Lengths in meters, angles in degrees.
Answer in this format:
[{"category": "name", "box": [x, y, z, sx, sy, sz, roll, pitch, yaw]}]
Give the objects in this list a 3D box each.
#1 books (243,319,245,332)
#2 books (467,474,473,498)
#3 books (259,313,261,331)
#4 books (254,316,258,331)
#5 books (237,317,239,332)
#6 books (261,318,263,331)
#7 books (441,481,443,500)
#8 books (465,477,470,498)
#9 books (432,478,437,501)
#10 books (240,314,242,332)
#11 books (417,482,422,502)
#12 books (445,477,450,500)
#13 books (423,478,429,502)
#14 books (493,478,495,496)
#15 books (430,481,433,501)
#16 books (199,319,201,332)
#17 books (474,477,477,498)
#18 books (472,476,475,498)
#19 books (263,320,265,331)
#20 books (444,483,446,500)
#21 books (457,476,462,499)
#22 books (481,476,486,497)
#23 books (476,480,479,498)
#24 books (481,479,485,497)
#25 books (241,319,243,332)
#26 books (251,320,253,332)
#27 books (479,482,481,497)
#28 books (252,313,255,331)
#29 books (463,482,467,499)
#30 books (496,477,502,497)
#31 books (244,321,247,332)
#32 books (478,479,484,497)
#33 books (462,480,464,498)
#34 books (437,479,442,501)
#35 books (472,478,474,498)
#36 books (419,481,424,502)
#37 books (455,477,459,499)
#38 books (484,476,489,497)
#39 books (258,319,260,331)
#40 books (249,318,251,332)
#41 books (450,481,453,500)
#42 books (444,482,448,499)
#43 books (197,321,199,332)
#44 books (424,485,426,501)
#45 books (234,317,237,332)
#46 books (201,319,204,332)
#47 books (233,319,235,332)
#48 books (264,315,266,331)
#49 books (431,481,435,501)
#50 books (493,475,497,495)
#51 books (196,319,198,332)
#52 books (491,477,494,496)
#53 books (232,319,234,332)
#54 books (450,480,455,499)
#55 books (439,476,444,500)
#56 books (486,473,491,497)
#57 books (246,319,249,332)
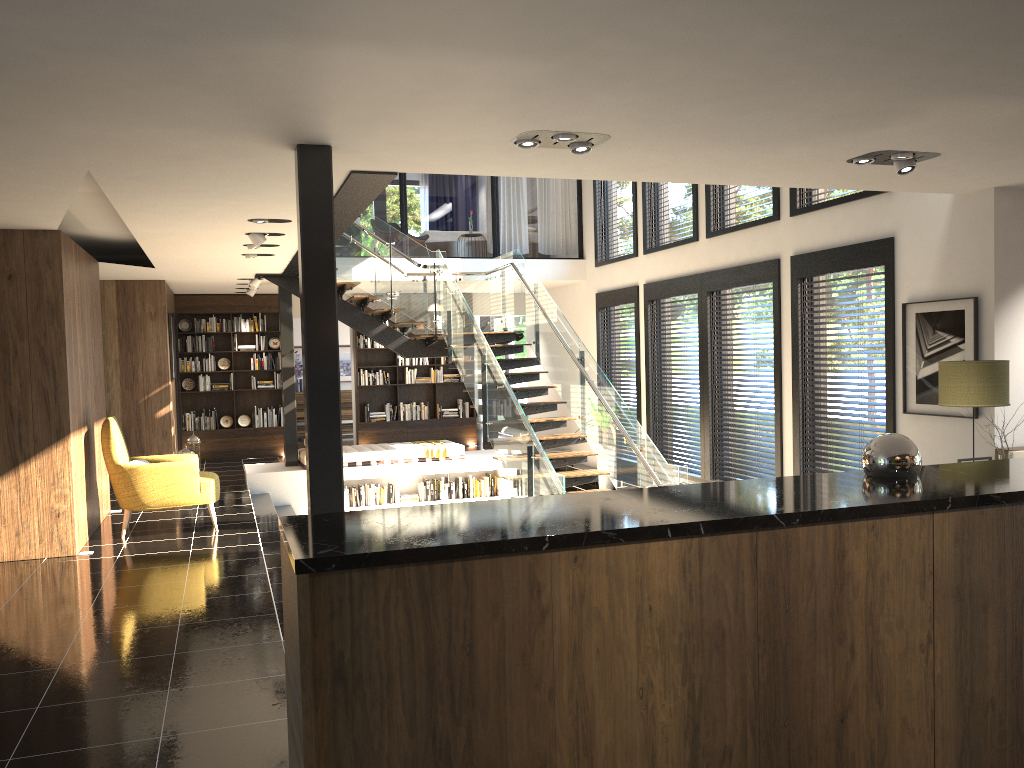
[{"category": "books", "box": [-4.412, -0.959, 14.567, 0.027, 0.208, 0.203, -2, 2, -18]}, {"category": "books", "box": [-0.617, 1.484, 12.921, 0.028, 0.334, 0.205, -2, 3, -18]}, {"category": "books", "box": [-4.151, -1.014, 14.605, 0.017, 0.302, 0.266, -2, 2, -18]}, {"category": "books", "box": [-4.224, -0.986, 14.632, 0.064, 0.247, 0.209, -2, 2, -18]}, {"category": "books", "box": [-4.480, -0.971, 14.498, 0.013, 0.239, 0.255, -2, 2, -18]}, {"category": "books", "box": [-4.144, -0.974, 14.673, 0.037, 0.218, 0.144, -2, 2, -18]}, {"category": "books", "box": [-1.035, 1.531, 12.798, 0.027, 0.270, 0.187, -2, 2, -18]}, {"category": "books", "box": [-0.652, 1.509, 12.945, 0.026, 0.284, 0.177, -2, 2, -18]}, {"category": "books", "box": [-1.116, 1.517, 12.778, 0.035, 0.305, 0.151, -2, 3, -18]}, {"category": "books", "box": [-4.428, -0.990, 14.489, 0.011, 0.276, 0.287, -2, 2, -18]}, {"category": "books", "box": [-1.329, 1.545, 12.731, 0.026, 0.263, 0.156, -2, 3, -18]}, {"category": "books", "box": [-0.930, 1.503, 12.836, 0.033, 0.318, 0.152, -2, 3, -18]}, {"category": "books", "box": [-1.231, 1.516, 12.720, 0.043, 0.317, 0.209, -2, 2, -18]}, {"category": "books", "box": [-0.291, 1.511, 13.047, 0.019, 0.255, 0.180, -2, 2, -18]}, {"category": "books", "box": [-1.170, 1.537, 12.749, 0.029, 0.268, 0.173, -2, 2, -18]}, {"category": "books", "box": [-5.046, -0.942, 14.333, 0.026, 0.222, 0.202, -2, 2, -18]}, {"category": "books", "box": [-0.552, 1.506, 12.954, 0.025, 0.285, 0.164, -2, 3, -18]}, {"category": "books", "box": [-0.575, 1.498, 12.948, 0.021, 0.302, 0.167, -2, 3, -18]}, {"category": "books", "box": [-4.105, -0.959, 14.659, 0.027, 0.186, 0.220, -2, 2, -18]}, {"category": "books", "box": [-0.990, 1.551, 12.842, 0.026, 0.226, 0.132, -2, 3, -18]}, {"category": "books", "box": [-0.765, 1.500, 12.890, 0.027, 0.312, 0.189, -2, 3, -18]}, {"category": "books", "box": [-0.415, 1.500, 13.009, 0.039, 0.284, 0.199, -2, 2, -18]}, {"category": "books", "box": [-0.521, 1.523, 12.940, 0.025, 0.249, 0.208, -2, 2, -18]}, {"category": "books", "box": [-0.435, 1.520, 12.975, 0.021, 0.248, 0.197, -2, 2, -18]}, {"category": "books", "box": [-4.428, -0.962, 14.543, 0.019, 0.216, 0.214, -2, 2, -18]}, {"category": "books", "box": [-4.283, -0.955, 14.615, 0.029, 0.191, 0.177, -2, 2, -18]}, {"category": "books", "box": [-0.486, 1.537, 12.987, 0.022, 0.216, 0.137, -2, 2, -18]}, {"category": "books", "box": [-4.250, -1.011, 14.579, 0.015, 0.303, 0.251, -2, 2, -18]}, {"category": "books", "box": [-0.702, 1.540, 12.893, 0.032, 0.229, 0.228, -2, 2, -18]}, {"category": "books", "box": [-0.213, 1.504, 13.039, 0.037, 0.264, 0.272, -2, 2, -18]}, {"category": "books", "box": [-4.381, -0.942, 14.574, 0.034, 0.171, 0.158, -2, 2, -18]}, {"category": "books", "box": [-0.454, 1.522, 12.962, 0.024, 0.246, 0.211, -2, 2, -18]}, {"category": "books", "box": [-0.741, 1.526, 12.913, 0.030, 0.257, 0.160, -2, 2, -18]}, {"category": "books", "box": [-1.053, 1.524, 12.769, 0.026, 0.287, 0.204, -2, 2, -18]}, {"category": "books", "box": [-0.594, 1.508, 12.939, 0.023, 0.283, 0.175, -2, 2, -18]}, {"category": "books", "box": [-1.294, 1.540, 12.713, 0.030, 0.273, 0.168, -2, 3, -18]}, {"category": "books", "box": [-0.814, 1.510, 12.889, 0.066, 0.294, 0.142, -2, 3, -18]}, {"category": "books", "box": [-0.377, 1.499, 13.001, 0.028, 0.285, 0.210, -2, 2, -18]}, {"category": "books", "box": [-4.179, -0.962, 14.636, 0.021, 0.197, 0.200, -2, 2, -18]}, {"category": "books", "box": [-4.317, -0.970, 14.605, 0.042, 0.223, 0.163, -2, 2, -18]}, {"category": "books", "box": [-0.892, 1.535, 12.833, 0.036, 0.253, 0.177, -2, 2, -18]}, {"category": "books", "box": [-0.959, 1.548, 12.833, 0.028, 0.231, 0.158, -2, 2, -18]}, {"category": "books", "box": [-5.073, -0.920, 14.345, 0.020, 0.181, 0.153, -2, 2, -18]}, {"category": "books", "box": [-1.272, 1.562, 12.738, 0.027, 0.226, 0.165, -2, 2, -18]}, {"category": "books", "box": [-4.522, -0.969, 14.511, 0.033, 0.237, 0.231, -2, 2, -18]}, {"category": "books", "box": [-5.007, -0.940, 14.353, 0.059, 0.216, 0.159, -2, 2, -18]}, {"category": "books", "box": [-4.544, -0.951, 14.491, 0.021, 0.204, 0.224, -2, 2, -18]}, {"category": "books", "box": [-4.080, -0.997, 14.642, 0.013, 0.262, 0.217, -2, 2, -18]}, {"category": "books", "box": [-1.145, 1.536, 12.766, 0.029, 0.268, 0.146, -2, 3, -18]}, {"category": "books", "box": [-0.263, 1.493, 13.061, 0.043, 0.287, 0.147, -2, 3, -18]}, {"category": "books", "box": [-5.080, -0.936, 14.294, 0.024, 0.216, 0.210, -2, 2, -18]}, {"category": "books", "box": [-0.311, 1.503, 13.027, 0.030, 0.273, 0.185, -2, 2, -18]}, {"category": "books", "box": [-4.579, -0.956, 14.528, 0.023, 0.213, 0.194, -2, 2, -18]}, {"category": "books", "box": [-0.866, 1.532, 12.842, 0.019, 0.256, 0.186, -2, 2, -18]}, {"category": "books", "box": [-1.015, 1.502, 12.824, 0.029, 0.326, 0.153, -2, 3, -18]}, {"category": "books", "box": [-0.349, 1.476, 13.025, 0.042, 0.329, 0.205, -2, 2, -18]}, {"category": "books", "box": [-4.348, -0.963, 14.578, 0.034, 0.212, 0.205, -2, 2, -18]}]
